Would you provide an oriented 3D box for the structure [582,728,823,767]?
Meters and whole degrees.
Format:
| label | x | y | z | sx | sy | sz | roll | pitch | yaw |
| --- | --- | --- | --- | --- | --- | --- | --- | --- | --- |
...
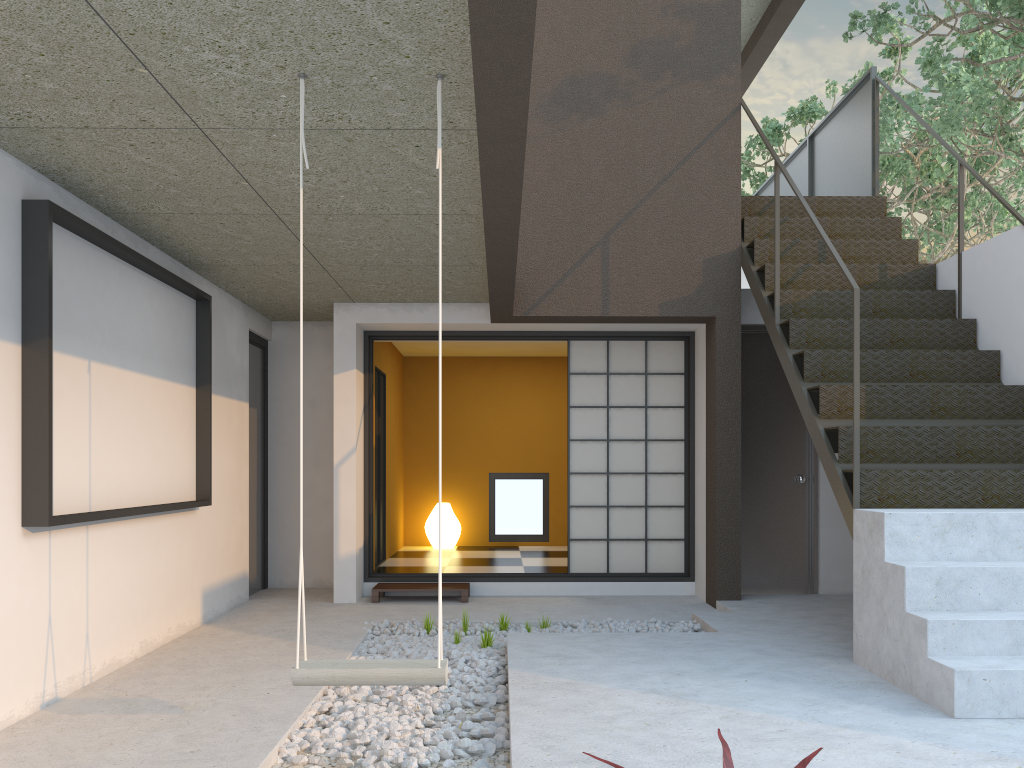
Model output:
| label | x | y | z | sx | sy | sz | roll | pitch | yaw |
| --- | --- | --- | --- | --- | --- | --- | --- | --- | --- |
| structure | 0.779 | 1.061 | 2.086 | 1.203 | 0.291 | 0.749 | 0 | -5 | -1 |

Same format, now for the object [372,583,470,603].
| label | x | y | z | sx | sy | sz | roll | pitch | yaw |
| --- | --- | --- | --- | --- | --- | --- | --- | --- | --- |
| object | -0.673 | 1.561 | 6.609 | 0.703 | 0.100 | 0.351 | 0 | -5 | -1 |

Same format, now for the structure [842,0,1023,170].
| label | x | y | z | sx | sy | sz | roll | pitch | yaw |
| --- | --- | --- | --- | --- | --- | --- | --- | --- | --- |
| structure | 5.012 | -2.590 | 6.061 | 4.336 | 3.697 | 5.759 | 1 | -4 | -21 |

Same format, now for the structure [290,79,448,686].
| label | x | y | z | sx | sy | sz | roll | pitch | yaw |
| --- | --- | --- | --- | --- | --- | --- | --- | --- | --- |
| structure | -0.430 | -0.015 | 2.694 | 0.462 | 1.866 | 0.129 | 0 | 0 | -1 |

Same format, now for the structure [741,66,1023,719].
| label | x | y | z | sx | sy | sz | roll | pitch | yaw |
| --- | --- | --- | --- | --- | --- | --- | --- | --- | --- |
| structure | 2.171 | -0.429 | 6.535 | 1.158 | 3.940 | 6.569 | 0 | -4 | -1 |

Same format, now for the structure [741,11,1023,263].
| label | x | y | z | sx | sy | sz | roll | pitch | yaw |
| --- | --- | --- | --- | --- | --- | --- | --- | --- | --- |
| structure | 5.515 | -2.092 | 12.655 | 5.511 | 4.699 | 7.319 | 1 | -4 | -21 |

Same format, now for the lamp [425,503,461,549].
| label | x | y | z | sx | sy | sz | roll | pitch | yaw |
| --- | --- | --- | --- | --- | --- | --- | --- | --- | --- |
| lamp | -0.735 | 1.516 | 9.392 | 0.387 | 0.500 | 0.395 | 0 | -2 | -12 |
